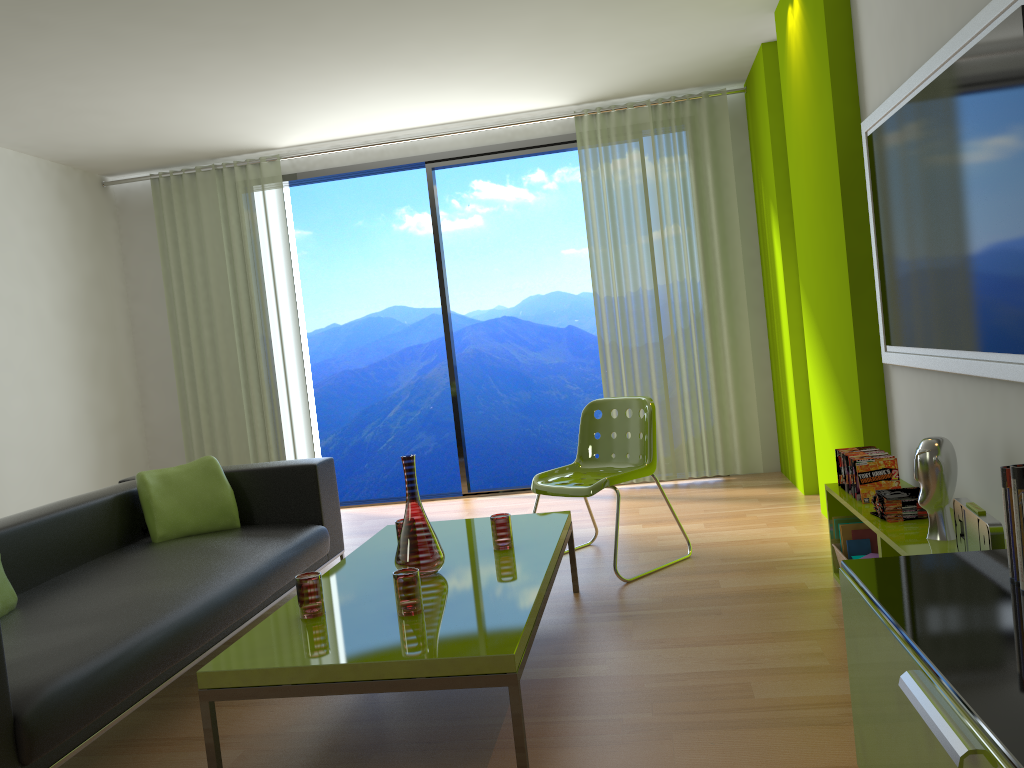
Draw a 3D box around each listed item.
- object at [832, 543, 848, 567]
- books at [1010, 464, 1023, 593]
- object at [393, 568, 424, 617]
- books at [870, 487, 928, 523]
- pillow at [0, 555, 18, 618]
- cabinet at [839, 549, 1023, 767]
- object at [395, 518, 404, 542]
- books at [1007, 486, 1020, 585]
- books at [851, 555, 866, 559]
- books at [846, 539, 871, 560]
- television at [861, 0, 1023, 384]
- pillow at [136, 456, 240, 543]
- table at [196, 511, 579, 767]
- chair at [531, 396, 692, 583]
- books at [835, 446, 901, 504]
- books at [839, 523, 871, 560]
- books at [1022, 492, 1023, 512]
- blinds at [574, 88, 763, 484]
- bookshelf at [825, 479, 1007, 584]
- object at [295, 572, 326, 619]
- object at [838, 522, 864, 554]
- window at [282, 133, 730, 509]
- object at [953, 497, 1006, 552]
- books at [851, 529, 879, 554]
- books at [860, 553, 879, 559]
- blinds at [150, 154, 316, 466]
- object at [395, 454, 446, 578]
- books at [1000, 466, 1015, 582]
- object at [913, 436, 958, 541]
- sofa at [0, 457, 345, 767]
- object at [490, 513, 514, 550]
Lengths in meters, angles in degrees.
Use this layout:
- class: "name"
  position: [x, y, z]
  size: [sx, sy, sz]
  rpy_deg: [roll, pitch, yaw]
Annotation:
- class: "object"
  position: [1.358, 0.698, 3.338]
  size: [0.213, 0.129, 0.367]
  rpy_deg: [-6, 3, 9]
- class: "books"
  position: [0.907, 0.232, 1.434]
  size: [0.172, 0.215, 0.030]
  rpy_deg: [-6, 3, 9]
- class: "object"
  position: [-0.295, 0.593, 2.522]
  size: [0.076, 0.122, 0.075]
  rpy_deg: [-7, 3, -26]
- class: "books"
  position: [1.269, 0.392, 2.897]
  size: [0.164, 0.078, 0.172]
  rpy_deg: [-6, 3, 7]
- class: "pillow"
  position: [-1.737, 0.634, 2.814]
  size: [0.164, 0.317, 0.380]
  rpy_deg: [-7, 3, -8]
- class: "cabinet"
  position: [0.662, 0.722, 0.058]
  size: [0.547, 0.593, 3.384]
  rpy_deg: [-6, 3, 9]
- class: "object"
  position: [-0.391, 0.568, 3.310]
  size: [0.076, 0.122, 0.075]
  rpy_deg: [-4, 4, 43]
- class: "books"
  position: [0.921, 0.251, 1.481]
  size: [0.163, 0.171, 0.017]
  rpy_deg: [-6, 3, 9]
- class: "books"
  position: [1.348, 0.665, 3.271]
  size: [0.143, 0.025, 0.182]
  rpy_deg: [-6, 3, 9]
- class: "books"
  position: [1.349, 0.677, 3.436]
  size: [0.086, 0.148, 0.025]
  rpy_deg: [-6, 3, 9]
- class: "television"
  position: [1.303, -0.500, 2.695]
  size: [0.028, 0.941, 1.537]
  rpy_deg: [-6, 3, 9]
- class: "pillow"
  position: [-1.488, 0.531, 4.055]
  size: [0.399, 0.362, 0.269]
  rpy_deg: [-8, 3, -33]
- class: "table"
  position: [-0.252, 0.800, 2.993]
  size: [0.810, 0.349, 1.682]
  rpy_deg: [-6, 3, 9]
- class: "chair"
  position: [0.406, 0.468, 4.175]
  size: [0.546, 0.759, 0.640]
  rpy_deg: [-9, 4, -43]
- class: "books"
  position: [1.324, 0.334, 3.299]
  size: [0.147, 0.150, 0.370]
  rpy_deg: [-6, 3, 9]
- class: "books"
  position: [1.376, 0.645, 3.466]
  size: [0.158, 0.202, 0.051]
  rpy_deg: [-6, 3, 9]
- class: "books"
  position: [0.897, 0.252, 1.378]
  size: [0.180, 0.183, 0.025]
  rpy_deg: [-6, 3, 9]
- class: "blinds"
  position: [1.058, -0.629, 6.013]
  size: [1.012, 2.568, 0.067]
  rpy_deg: [-6, 3, 9]
- class: "bookshelf"
  position: [1.310, 0.623, 2.747]
  size: [0.306, 0.378, 1.630]
  rpy_deg: [-6, 3, 9]
- class: "object"
  position: [-0.592, 0.622, 2.605]
  size: [0.076, 0.122, 0.075]
  rpy_deg: [-4, 4, 43]
- class: "object"
  position: [1.379, 0.645, 3.491]
  size: [0.158, 0.200, 0.040]
  rpy_deg: [-6, 3, 9]
- class: "window"
  position: [-0.249, -0.422, 6.444]
  size: [3.336, 2.498, 0.219]
  rpy_deg: [-6, 3, 9]
- class: "object"
  position: [1.163, 0.392, 2.210]
  size: [0.047, 0.176, 0.340]
  rpy_deg: [-6, 3, 14]
- class: "books"
  position: [1.384, 0.655, 3.443]
  size: [0.105, 0.182, 0.031]
  rpy_deg: [-6, 3, 9]
- class: "books"
  position: [1.347, 0.648, 3.288]
  size: [0.110, 0.008, 0.087]
  rpy_deg: [-9, 3, -41]
- class: "blinds"
  position: [-2.011, -0.315, 6.481]
  size: [1.012, 2.568, 0.067]
  rpy_deg: [-6, 3, 9]
- class: "object"
  position: [-0.321, 0.435, 2.936]
  size: [0.168, 0.400, 0.168]
  rpy_deg: [-6, 3, -6]
- class: "books"
  position: [0.922, 0.234, 1.501]
  size: [0.163, 0.201, 0.025]
  rpy_deg: [-6, 3, 9]
- class: "object"
  position: [1.238, 0.305, 2.572]
  size: [0.107, 0.305, 0.107]
  rpy_deg: [-7, 3, -25]
- class: "sofa"
  position: [-1.498, 0.784, 3.191]
  size: [1.061, 0.639, 2.583]
  rpy_deg: [-6, 3, 9]
- class: "object"
  position: [-0.036, 0.534, 3.199]
  size: [0.076, 0.122, 0.075]
  rpy_deg: [-4, 4, 43]
